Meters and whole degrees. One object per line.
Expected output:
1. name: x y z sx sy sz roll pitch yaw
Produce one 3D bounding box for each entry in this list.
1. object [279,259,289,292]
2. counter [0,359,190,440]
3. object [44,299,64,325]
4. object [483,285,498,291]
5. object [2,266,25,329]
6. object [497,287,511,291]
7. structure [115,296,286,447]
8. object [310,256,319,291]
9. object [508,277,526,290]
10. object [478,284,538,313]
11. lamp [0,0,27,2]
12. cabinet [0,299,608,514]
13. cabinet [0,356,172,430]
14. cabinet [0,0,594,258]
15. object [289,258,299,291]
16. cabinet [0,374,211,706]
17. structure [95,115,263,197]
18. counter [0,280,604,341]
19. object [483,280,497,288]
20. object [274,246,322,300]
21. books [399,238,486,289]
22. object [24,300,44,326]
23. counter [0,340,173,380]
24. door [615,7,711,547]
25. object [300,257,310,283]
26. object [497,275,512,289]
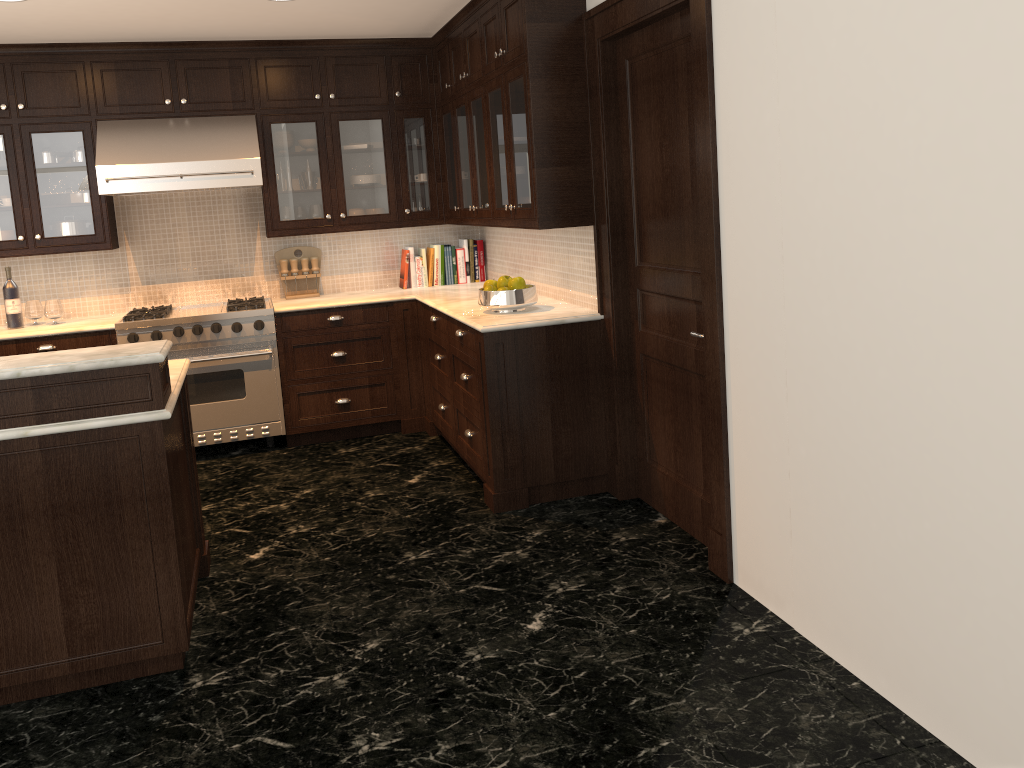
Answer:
1. object: -1.540 -0.735 5.993 0.062 0.226 0.061 -9 9 -34
2. counter: -2.603 0.178 2.902 2.876 0.031 1.066 -7 13 -16
3. object: -2.811 -0.441 5.420 0.113 0.149 0.113 -8 10 -24
4. object: -0.109 -0.473 4.622 0.100 0.095 0.092 -4 9 2
5. object: -3.020 -0.522 5.332 0.094 0.373 0.096 -4 7 -1
6. object: -0.036 -0.453 4.552 0.091 0.096 0.093 -2 10 13
7. structure: -1.972 -0.086 5.676 0.908 0.828 0.727 -7 10 -16
8. object: -1.345 -0.756 6.051 0.061 0.235 0.061 2 9 37
9. object: 0.026 -0.504 4.550 0.093 0.097 0.092 5 13 44
10. object: -0.022 -0.447 4.644 0.319 0.121 0.321 -9 12 -22
11. lamp: -2.383 -1.881 4.141 0.198 0.135 0.200 4 13 38
12. cabinet: -1.454 0.113 4.995 3.376 0.870 2.342 -7 12 -16
13. cabinet: -2.508 0.155 2.545 2.843 0.151 0.296 -7 12 -16
14. cabinet: -1.555 -1.387 4.818 3.375 1.240 2.334 -7 11 -16
15. object: -1.476 -0.739 6.012 0.061 0.235 0.062 3 10 43
16. cabinet: -2.571 0.609 2.959 2.855 0.903 1.037 -7 10 -16
17. structure: -2.071 -1.451 5.536 0.933 0.472 0.647 -7 11 -16
18. counter: -1.485 -0.335 4.940 3.376 0.031 2.342 -7 13 -16
19. object: -0.108 -0.507 4.694 0.091 0.097 0.094 4 12 41
20. object: -1.446 -0.764 6.030 0.317 0.345 0.111 -7 8 -16
21. books: -0.508 -0.864 6.301 0.605 0.308 0.196 -7 9 -17
22. object: -2.957 -0.441 5.467 0.113 0.149 0.113 -8 10 -24
23. counter: -2.504 0.064 2.536 2.862 0.031 0.332 -7 13 -16
24. door: 0.669 -0.433 3.787 0.109 2.160 0.872 -6 8 -16
25. object: -1.408 -0.753 6.032 0.061 0.223 0.062 3 10 43
26. object: -0.033 -0.518 4.617 0.092 0.098 0.096 -11 12 -39
